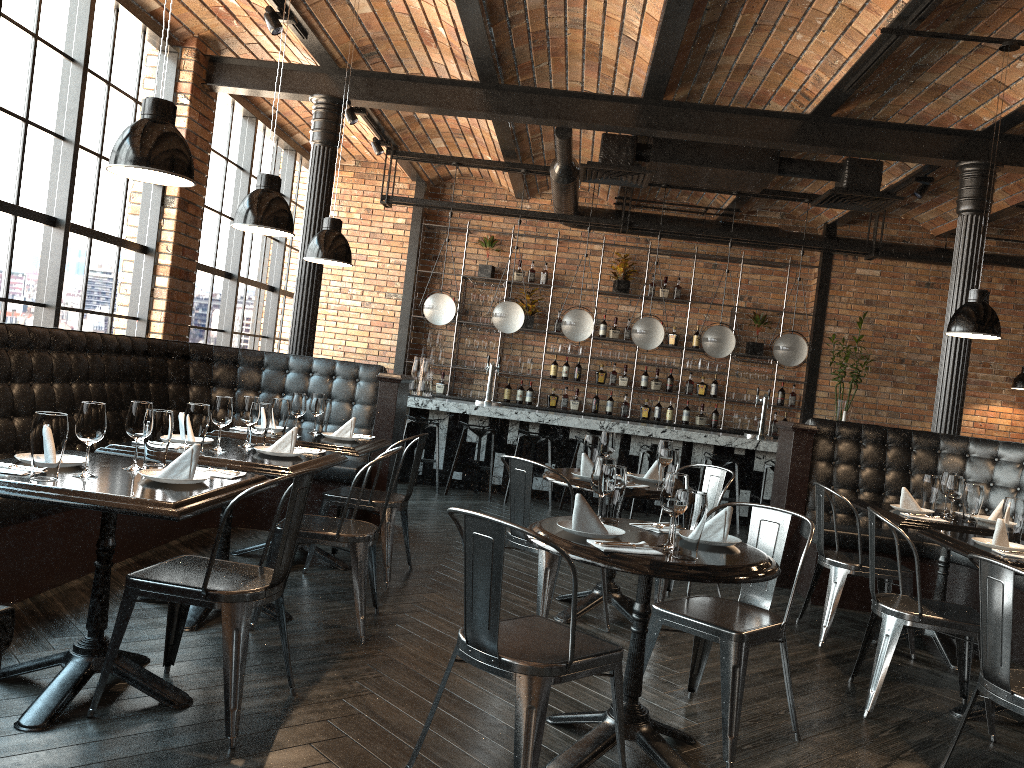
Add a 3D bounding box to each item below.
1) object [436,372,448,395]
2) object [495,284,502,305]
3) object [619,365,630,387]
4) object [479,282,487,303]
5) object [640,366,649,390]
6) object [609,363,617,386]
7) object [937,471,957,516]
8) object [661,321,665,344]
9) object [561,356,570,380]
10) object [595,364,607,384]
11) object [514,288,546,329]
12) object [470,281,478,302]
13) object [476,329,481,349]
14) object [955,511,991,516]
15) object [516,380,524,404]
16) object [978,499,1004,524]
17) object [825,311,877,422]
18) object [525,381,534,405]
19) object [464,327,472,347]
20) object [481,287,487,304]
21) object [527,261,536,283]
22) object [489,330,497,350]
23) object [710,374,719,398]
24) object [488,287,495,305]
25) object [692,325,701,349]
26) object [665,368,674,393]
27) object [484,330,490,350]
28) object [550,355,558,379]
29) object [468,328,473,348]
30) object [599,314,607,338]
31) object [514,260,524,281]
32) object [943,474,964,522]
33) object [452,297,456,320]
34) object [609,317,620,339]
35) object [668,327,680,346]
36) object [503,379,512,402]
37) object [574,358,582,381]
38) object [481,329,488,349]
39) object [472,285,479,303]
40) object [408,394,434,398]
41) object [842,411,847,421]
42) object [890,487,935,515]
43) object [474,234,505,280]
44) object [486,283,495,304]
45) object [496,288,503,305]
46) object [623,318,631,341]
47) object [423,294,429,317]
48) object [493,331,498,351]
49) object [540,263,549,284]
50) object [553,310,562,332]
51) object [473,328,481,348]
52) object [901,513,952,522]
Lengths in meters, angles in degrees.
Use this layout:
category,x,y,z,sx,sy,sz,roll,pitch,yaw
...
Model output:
category,x,y,z,sx,sy,sz,roll,pitch,yaw
object,-0.879,-0.011,11.164,0.123,0.279,0.123,7,1,17
object,-0.164,-1.113,11.034,0.092,0.244,0.092,7,1,10
object,1.401,-0.100,11.009,0.123,0.279,0.123,7,1,17
object,-0.365,-1.137,11.048,0.092,0.244,0.092,7,1,10
object,1.654,-0.080,11.013,0.086,0.298,0.086,6,1,-37
object,1.265,-0.119,11.032,0.083,0.282,0.083,7,1,4
object,2.480,0.624,5.053,0.092,0.244,0.092,7,1,21
object,1.850,-0.632,11.022,0.086,0.298,0.086,6,1,-37
object,0.679,-0.199,11.103,0.086,0.298,0.086,6,1,-37
object,1.110,-0.120,11.042,0.151,0.248,0.094,7,1,-7
object,0.213,-0.943,11.073,0.430,0.526,0.425,7,1,16
object,-0.474,-1.150,11.055,0.092,0.244,0.092,7,1,10
object,-0.422,-0.569,11.219,0.092,0.244,0.092,7,1,10
object,2.711,0.764,5.189,0.255,0.019,0.157,7,1,-1
object,0.110,0.098,11.142,0.086,0.298,0.086,6,1,-37
object,2.714,0.712,4.959,0.232,0.139,0.232,6,1,-38
object,3.909,-0.063,10.298,0.584,1.546,0.673,7,1,43
object,0.226,0.113,11.111,0.086,0.298,0.086,6,1,-37
object,-0.543,-0.582,11.062,0.092,0.244,0.092,7,1,10
object,-0.354,-1.138,11.212,0.092,0.244,0.092,7,1,10
object,0.247,-1.395,11.097,0.083,0.282,0.083,7,1,-11
object,-0.233,-0.544,11.041,0.092,0.244,0.092,7,1,10
object,2.507,0.025,10.962,0.086,0.298,0.086,6,1,-37
object,-0.256,-1.126,11.206,0.092,0.244,0.092,7,1,10
object,2.287,-0.577,10.967,0.086,0.299,0.086,6,1,-37
object,1.962,-0.043,10.988,0.086,0.299,0.086,6,1,-37
object,-0.324,-0.557,11.212,0.092,0.244,0.092,7,1,10
object,0.532,-0.215,11.087,0.086,0.299,0.086,6,1,-37
object,-0.531,-0.582,11.226,0.092,0.244,0.092,7,1,10
object,1.142,-0.717,11.046,0.086,0.298,0.086,6,1,-37
object,0.091,-1.412,11.109,0.123,0.279,0.123,7,1,-8
object,2.382,0.615,4.790,0.092,0.244,0.092,7,1,-13
object,-0.745,-0.947,11.169,0.086,0.299,0.086,6,1,-37
object,1.279,-0.690,11.015,0.123,0.279,0.123,7,1,-8
object,2.003,-0.586,10.980,0.151,0.248,0.094,7,1,33
object,-0.048,0.080,11.128,0.086,0.299,0.086,6,1,-37
object,0.827,-0.180,11.065,0.086,0.297,0.086,6,1,-37
object,-0.335,-0.557,11.048,0.092,0.244,0.092,7,1,10
object,-0.463,-1.151,11.220,0.092,0.244,0.092,7,1,10
object,-0.994,0.125,9.476,0.273,0.019,0.437,7,1,4
object,3.797,0.510,9.942,0.319,0.397,0.316,6,1,-37
object,2.264,0.657,5.004,0.232,0.139,0.232,6,1,-38
object,-0.298,-1.598,11.159,0.377,0.554,0.422,7,1,-9
object,-0.267,-1.125,11.041,0.092,0.244,0.092,7,1,10
object,-0.153,-1.113,11.199,0.092,0.244,0.092,7,1,10
object,1.440,-0.673,11.018,0.083,0.282,0.083,7,1,4
object,-1.074,-0.987,11.219,0.086,0.298,0.086,6,1,-37
object,-0.222,-0.545,11.205,0.092,0.244,0.092,7,1,10
object,0.412,-1.375,11.086,0.083,0.282,0.083,7,1,19
object,0.579,-0.777,11.076,0.083,0.282,0.083,7,1,-11
object,-0.434,-0.568,11.054,0.092,0.244,0.092,7,1,10
object,2.229,0.712,4.749,0.255,0.019,0.157,7,1,4
